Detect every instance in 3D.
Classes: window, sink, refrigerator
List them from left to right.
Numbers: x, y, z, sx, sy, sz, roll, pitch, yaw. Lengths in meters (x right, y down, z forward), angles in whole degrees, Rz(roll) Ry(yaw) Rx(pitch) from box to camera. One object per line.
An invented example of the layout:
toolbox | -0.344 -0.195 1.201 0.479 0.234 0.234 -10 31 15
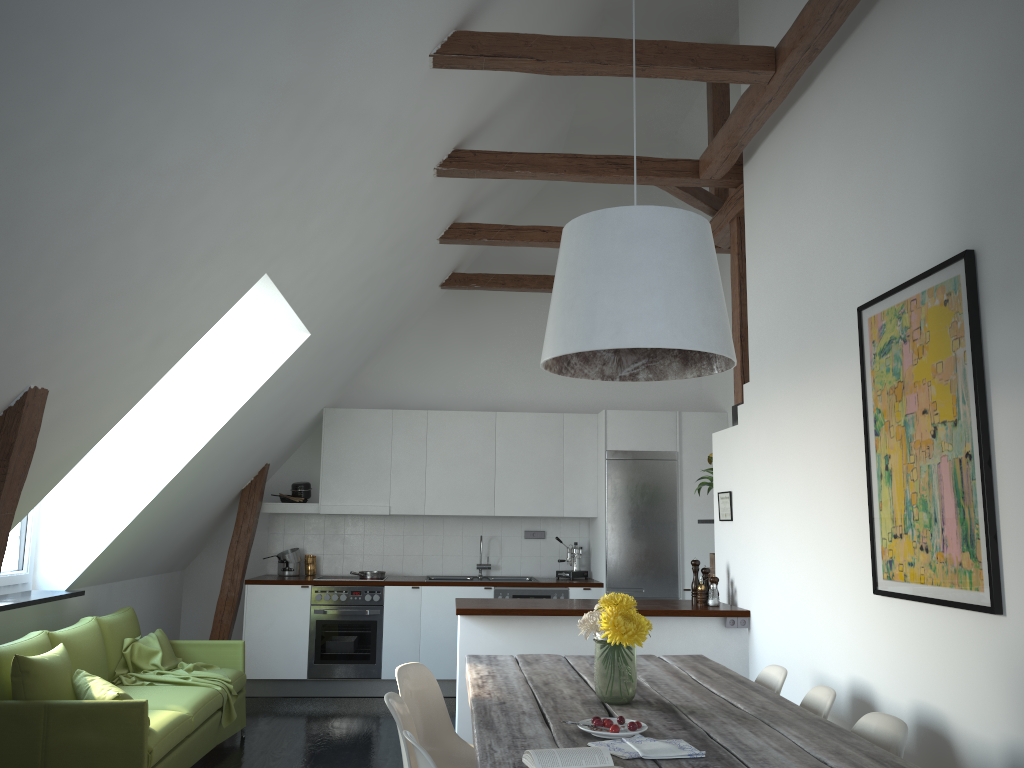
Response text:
sink | -0.263 1.576 7.674 0.963 0.519 0.671 1 -9 -4
window | 0.278 -1.391 1.986 5.959 4.249 8.018 1 -9 -4
refrigerator | 1.087 1.490 7.371 0.609 1.868 0.031 1 -9 -4

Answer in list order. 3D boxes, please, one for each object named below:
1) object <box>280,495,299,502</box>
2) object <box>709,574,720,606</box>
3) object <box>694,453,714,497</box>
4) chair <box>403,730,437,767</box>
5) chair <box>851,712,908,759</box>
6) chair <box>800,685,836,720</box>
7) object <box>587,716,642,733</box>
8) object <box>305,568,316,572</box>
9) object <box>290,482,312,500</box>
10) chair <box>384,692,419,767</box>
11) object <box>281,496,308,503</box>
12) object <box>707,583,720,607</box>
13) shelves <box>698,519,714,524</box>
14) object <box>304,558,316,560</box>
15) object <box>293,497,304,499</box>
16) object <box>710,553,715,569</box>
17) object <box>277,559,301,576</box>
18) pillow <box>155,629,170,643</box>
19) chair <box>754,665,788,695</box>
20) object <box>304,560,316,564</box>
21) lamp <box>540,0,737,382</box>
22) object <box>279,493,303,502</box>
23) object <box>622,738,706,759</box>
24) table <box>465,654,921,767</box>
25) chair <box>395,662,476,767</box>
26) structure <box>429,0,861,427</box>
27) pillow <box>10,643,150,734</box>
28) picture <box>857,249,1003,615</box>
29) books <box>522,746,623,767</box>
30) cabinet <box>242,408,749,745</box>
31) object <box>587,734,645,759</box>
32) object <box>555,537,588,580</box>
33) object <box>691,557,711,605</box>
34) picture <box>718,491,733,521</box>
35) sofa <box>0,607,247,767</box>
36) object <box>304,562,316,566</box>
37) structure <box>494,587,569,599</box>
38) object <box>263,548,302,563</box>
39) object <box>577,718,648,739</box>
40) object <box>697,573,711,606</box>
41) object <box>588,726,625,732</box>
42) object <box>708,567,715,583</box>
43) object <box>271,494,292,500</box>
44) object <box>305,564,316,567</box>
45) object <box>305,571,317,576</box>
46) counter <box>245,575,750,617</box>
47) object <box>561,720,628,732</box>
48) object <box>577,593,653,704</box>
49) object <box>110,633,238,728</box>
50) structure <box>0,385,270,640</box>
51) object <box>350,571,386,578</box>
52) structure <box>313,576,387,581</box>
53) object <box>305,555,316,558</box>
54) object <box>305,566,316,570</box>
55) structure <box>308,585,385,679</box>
object | -1.942 0.993 7.714 0.065 0.065 0.332 7 -11 -36
object | 1.231 1.252 5.392 0.058 0.184 0.058 2 -9 -7
object | 1.507 0.695 6.138 0.493 0.486 0.506 -2 -9 16
chair | -0.044 1.386 2.477 0.542 0.801 0.465 4 -9 -18
chair | 0.936 1.436 2.707 0.542 0.801 0.465 2 -9 -8
chair | 0.910 1.519 3.236 0.542 0.801 0.465 0 -9 2
object | 0.306 0.999 2.604 0.132 0.034 0.144 6 -11 -32
object | -1.775 1.647 7.812 0.100 0.048 0.099 -2 -9 14
object | -1.865 0.945 7.844 0.190 0.166 0.200 9 -12 -40
chair | -0.170 1.465 2.984 0.542 0.801 0.465 1 -9 -3
object | -1.906 1.019 7.766 0.243 0.056 0.350 3 -9 -15
object | 1.207 1.264 5.317 0.069 0.135 0.069 6 -10 -28
shelves | 1.636 1.197 5.974 0.660 0.553 0.408 1 -9 -4
object | -1.781 1.553 7.824 0.100 0.036 0.100 -3 -10 24
object | -1.906 0.998 7.771 0.335 0.031 0.065 -8 -12 43
object | 1.524 1.199 6.010 0.329 0.101 0.287 0 -9 6
object | -1.921 1.591 7.707 0.200 0.154 0.348 5 -10 -24
pillow | -2.234 1.699 5.556 0.210 0.275 0.462 2 -9 -6
chair | 0.878 1.593 3.703 0.542 0.801 0.465 1 -9 -3
object | -1.781 1.569 7.822 0.100 0.036 0.100 8 -11 -37
lamp | 0.490 -1.447 3.433 0.757 2.813 0.697 9 -12 -43
object | -1.930 0.988 7.725 0.331 0.077 0.061 -8 -13 44
object | 0.410 0.984 2.404 0.182 0.016 0.179 2 -9 -9
table | 0.426 1.474 2.949 1.141 0.788 2.421 1 -9 -4
chair | -0.207 1.555 3.553 0.542 0.801 0.465 -3 -10 22
structure | 3.068 -2.293 0.469 10.230 3.562 15.910 1 -9 2
pillow | -1.933 1.407 4.075 0.600 0.387 0.475 2 -9 -7
picture | 1.493 0.198 3.252 0.036 1.181 0.808 1 -9 -4
books | 0.157 0.934 2.182 0.202 0.042 0.251 3 -9 -16
cabinet | 0.010 1.252 6.572 4.208 2.369 3.033 1 -9 -4
object | 0.325 0.985 2.414 0.182 0.014 0.185 6 -10 -29
object | 0.505 1.542 7.876 0.206 0.370 0.353 -7 -12 42
object | 1.161 1.210 5.451 0.123 0.283 0.061 1 -9 -4
picture | 1.338 0.767 5.557 0.023 0.182 0.250 1 -9 -4
sofa | -2.090 1.716 4.795 0.898 0.825 2.093 2 -9 -5
object | -1.780 1.588 7.823 0.099 0.057 0.101 0 -9 8
structure | 0.140 2.070 7.477 0.612 0.725 0.582 1 -9 -4
object | -2.018 1.516 7.742 0.371 0.169 0.203 6 -11 -31
object | 0.293 1.009 2.591 0.205 0.024 0.205 3 -9 -12
object | 1.155 1.242 5.360 0.080 0.192 0.058 4 -10 -20
object | 0.277 1.005 2.589 0.110 0.011 0.058 1 -9 0
object | 1.520 1.297 5.984 0.287 0.101 0.329 2 -9 -9
object | -1.980 1.008 7.801 0.357 0.075 0.244 7 -11 -32
object | -1.779 1.610 7.820 0.099 0.043 0.100 3 -9 -16
object | -1.773 1.669 7.809 0.100 0.036 0.100 2 -9 -7
counter | -0.422 1.514 6.475 3.365 0.038 3.085 1 -9 -4
object | 0.239 0.996 2.583 0.194 0.022 0.019 -1 -9 11
object | 0.364 0.914 3.083 0.233 0.365 0.293 7 -11 -33
object | -2.013 1.796 5.431 0.722 0.493 0.711 2 -9 -9
structure | -2.146 0.606 1.344 1.023 1.963 12.350 1 -9 -4
object | -1.256 1.628 7.605 0.351 0.061 0.232 6 -10 -30
structure | -1.355 1.663 7.509 0.574 0.041 0.504 1 -9 -4
object | -1.779 1.533 7.826 0.100 0.047 0.099 2 -9 -8
object | -1.777 1.630 7.815 0.099 0.051 0.099 4 -9 -18
structure | -1.357 2.052 7.461 0.583 0.725 0.749 1 -9 -4
